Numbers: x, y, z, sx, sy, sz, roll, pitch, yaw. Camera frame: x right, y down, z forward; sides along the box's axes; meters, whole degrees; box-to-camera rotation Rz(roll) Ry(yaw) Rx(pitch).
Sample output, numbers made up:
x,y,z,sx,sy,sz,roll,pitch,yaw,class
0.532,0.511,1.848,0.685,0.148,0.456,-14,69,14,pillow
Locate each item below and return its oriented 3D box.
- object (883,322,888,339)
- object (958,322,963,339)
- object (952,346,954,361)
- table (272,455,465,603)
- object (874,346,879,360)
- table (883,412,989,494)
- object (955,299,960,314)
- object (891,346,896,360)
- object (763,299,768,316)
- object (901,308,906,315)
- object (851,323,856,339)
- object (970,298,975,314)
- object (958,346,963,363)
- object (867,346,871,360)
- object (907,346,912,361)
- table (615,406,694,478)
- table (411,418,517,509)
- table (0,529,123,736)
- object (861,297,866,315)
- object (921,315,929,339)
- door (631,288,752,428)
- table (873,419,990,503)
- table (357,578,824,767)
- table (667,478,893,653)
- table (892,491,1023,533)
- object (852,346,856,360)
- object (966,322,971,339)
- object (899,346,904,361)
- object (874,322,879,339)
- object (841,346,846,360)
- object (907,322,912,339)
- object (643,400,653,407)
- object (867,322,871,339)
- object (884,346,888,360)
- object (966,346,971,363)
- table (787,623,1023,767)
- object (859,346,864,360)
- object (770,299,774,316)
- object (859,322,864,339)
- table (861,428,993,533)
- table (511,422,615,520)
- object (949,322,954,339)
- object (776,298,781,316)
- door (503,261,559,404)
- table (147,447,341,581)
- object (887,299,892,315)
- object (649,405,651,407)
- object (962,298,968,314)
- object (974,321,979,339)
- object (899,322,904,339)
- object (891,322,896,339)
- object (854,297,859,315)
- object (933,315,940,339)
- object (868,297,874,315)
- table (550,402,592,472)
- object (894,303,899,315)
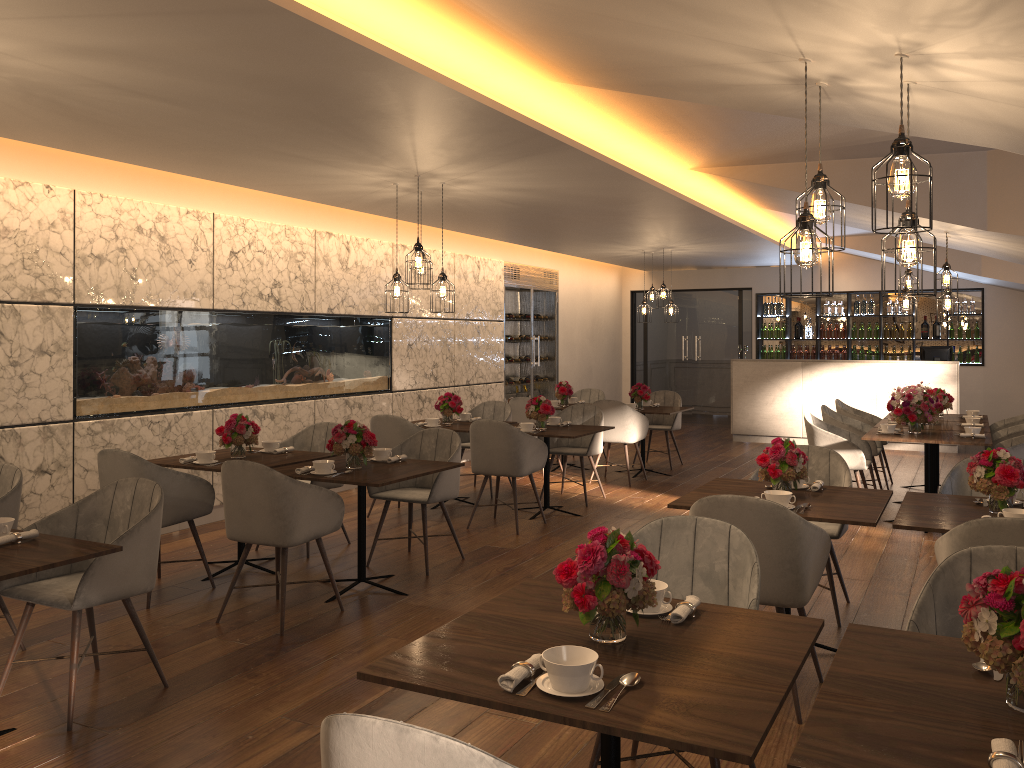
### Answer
x,y,z,sx,sy,sz,roll,pitch,yaw,class
5.766,-0.826,13.657,0.065,0.261,0.066,0,0,6,object
6.673,-0.802,13.184,0.065,0.261,0.066,0,0,6,object
6.575,-0.443,13.232,0.065,0.263,0.066,0,0,6,object
-0.895,0.858,5.272,0.896,0.721,0.897,1,2,28,table
5.648,-0.466,13.716,0.065,0.261,0.066,0,0,6,object
4.183,0.684,8.723,0.896,0.721,0.897,1,2,28,table
6.628,-1.159,13.175,0.070,0.236,0.041,0,0,27,object
5.864,-0.461,13.603,0.065,0.261,0.066,0,0,6,object
4.142,-1.263,14.471,0.075,0.310,0.075,0,0,-37,object
5.979,-1.176,13.514,0.070,0.236,0.041,0,0,27,object
5.354,-0.837,13.872,0.065,0.261,0.066,0,0,6,object
6.806,-1.154,13.082,0.070,0.236,0.041,0,0,27,object
6.673,-0.439,13.181,0.065,0.261,0.066,0,0,6,object
5.550,-0.469,13.767,0.065,0.261,0.066,0,0,6,object
6.060,-0.455,13.501,0.065,0.261,0.066,0,0,6,object
1.443,0.632,9.754,0.896,0.721,0.897,1,2,28,table
-0.553,0.720,8.001,0.896,0.721,0.897,1,2,28,table
-2.040,0.969,3.074,0.896,0.721,0.897,1,2,28,table
5.473,-1.228,13.777,0.075,0.310,0.075,0,0,38,object
6.242,-0.860,13.384,0.104,0.360,0.104,0,0,-11,object
3.071,-0.445,15.109,2.106,2.335,0.273,1,0,28,door
3.749,0.726,7.890,0.896,0.721,0.897,1,2,28,table
0.248,1.012,2.221,0.896,0.721,0.897,1,2,28,table
1.322,0.908,4.282,0.896,0.721,0.897,1,2,28,table
2.173,0.930,3.837,0.896,0.721,0.897,1,2,28,table
5.354,-0.474,13.869,0.065,0.261,0.066,0,0,6,object
6.771,-0.800,13.133,0.065,0.261,0.066,0,0,6,object
5.962,-0.458,13.552,0.065,0.261,0.066,0,0,6,object
5.648,-0.830,13.718,0.065,0.263,0.066,0,0,6,object
5.220,-0.477,13.939,0.065,0.261,0.066,0,0,6,object
6.060,-0.818,13.503,0.065,0.261,0.066,0,0,6,object
1.528,0.219,10.066,0.148,0.072,0.148,-2,3,-40,object
5.550,-0.833,13.769,0.065,0.263,0.066,0,0,6,object
5.766,-0.463,13.654,0.065,0.261,0.066,0,0,6,object
6.771,-0.437,13.130,0.065,0.261,0.066,0,0,6,object
1.098,1.034,1.777,0.896,0.721,0.897,1,2,28,table
5.452,-0.471,13.818,0.065,0.261,0.066,0,0,6,object
4.235,-1.260,14.423,0.075,0.310,0.075,0,0,-19,object
5.452,-0.835,13.821,0.065,0.263,0.066,0,0,6,object
3.315,0.768,7.057,0.896,0.721,0.897,1,2,28,table
0.297,0.743,7.557,0.896,0.721,0.897,1,2,28,table
6.575,-0.806,13.235,0.065,0.263,0.066,0,0,6,object
4.327,-1.258,14.374,0.075,0.310,0.075,0,0,-16,object
0.291,-0.412,12.348,0.134,2.470,1.858,0,1,28,door
-1.746,0.836,5.715,0.896,0.721,0.897,1,2,28,table
5.801,-1.181,13.607,0.070,0.236,0.041,0,0,27,object
1.594,0.245,10.021,0.025,0.024,0.193,1,3,28,object
6.717,-1.157,13.129,0.070,0.236,0.041,0,0,27,object
6.869,-0.797,13.082,0.065,0.261,0.066,0,0,6,object
5.962,-0.821,13.555,0.065,0.261,0.066,0,0,6,object
5.864,-0.823,13.606,0.065,0.261,0.066,0,0,6,object
5.381,-1.230,13.825,0.075,0.310,0.075,0,0,-30,object
6.380,-0.858,13.308,0.104,0.359,0.104,0,0,-35,object
5.566,-1.225,13.729,0.075,0.310,0.075,0,0,38,object
0.592,0.610,10.198,0.896,0.721,0.897,1,2,28,table
5.890,-1.179,13.560,0.070,0.236,0.041,0,0,27,object
